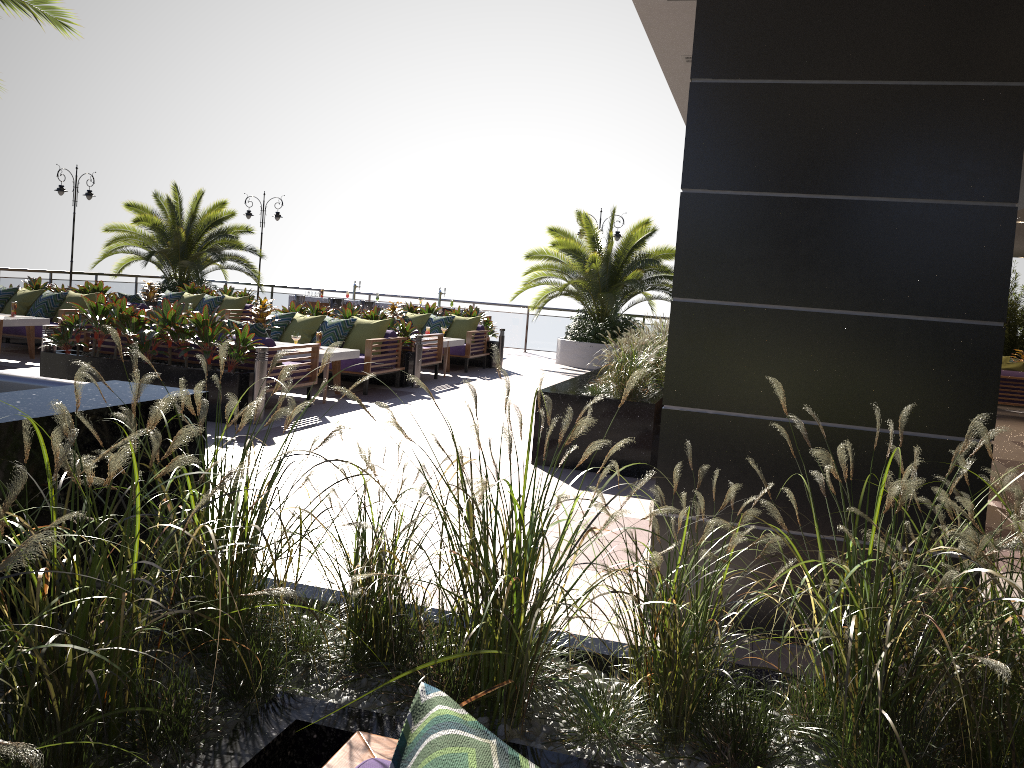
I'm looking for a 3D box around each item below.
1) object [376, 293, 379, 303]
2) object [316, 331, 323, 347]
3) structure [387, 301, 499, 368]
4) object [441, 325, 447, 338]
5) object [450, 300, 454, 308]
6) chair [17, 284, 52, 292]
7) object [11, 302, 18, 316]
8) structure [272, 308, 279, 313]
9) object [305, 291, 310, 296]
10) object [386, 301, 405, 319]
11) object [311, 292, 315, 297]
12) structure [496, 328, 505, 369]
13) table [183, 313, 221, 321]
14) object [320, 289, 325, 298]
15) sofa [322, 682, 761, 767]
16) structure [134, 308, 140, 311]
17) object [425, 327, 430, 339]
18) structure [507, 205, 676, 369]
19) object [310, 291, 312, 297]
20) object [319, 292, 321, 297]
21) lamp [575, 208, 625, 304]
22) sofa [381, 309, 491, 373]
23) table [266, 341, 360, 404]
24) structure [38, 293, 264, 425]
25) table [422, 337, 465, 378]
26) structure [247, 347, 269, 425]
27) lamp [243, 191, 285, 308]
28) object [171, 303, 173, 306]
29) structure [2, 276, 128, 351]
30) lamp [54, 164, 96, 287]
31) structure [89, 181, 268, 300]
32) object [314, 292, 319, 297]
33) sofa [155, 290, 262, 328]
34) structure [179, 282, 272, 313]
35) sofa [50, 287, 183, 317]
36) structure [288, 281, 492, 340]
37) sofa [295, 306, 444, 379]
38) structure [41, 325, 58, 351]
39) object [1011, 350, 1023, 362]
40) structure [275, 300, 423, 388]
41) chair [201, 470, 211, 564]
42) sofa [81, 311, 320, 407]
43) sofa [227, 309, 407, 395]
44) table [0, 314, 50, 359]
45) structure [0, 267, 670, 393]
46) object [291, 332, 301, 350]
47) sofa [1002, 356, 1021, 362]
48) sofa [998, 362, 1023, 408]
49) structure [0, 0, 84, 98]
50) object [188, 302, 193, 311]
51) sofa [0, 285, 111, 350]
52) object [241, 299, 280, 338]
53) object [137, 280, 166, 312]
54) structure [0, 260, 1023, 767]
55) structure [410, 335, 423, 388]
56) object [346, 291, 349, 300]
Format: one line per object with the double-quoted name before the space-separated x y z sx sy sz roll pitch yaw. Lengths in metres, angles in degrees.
"object" -2.870 -1.844 18.882 0.069 0.210 0.069 4 3 -1
"object" -2.254 -0.521 10.338 0.067 0.189 0.085 1 4 -44
"structure" -1.319 -0.877 15.843 2.254 1.169 0.738 6 4 17
"object" -1.086 -0.839 14.113 0.105 0.196 0.106 1 5 -41
"object" -1.248 -1.662 18.421 0.069 0.197 0.082 2 4 -38
"chair" -9.405 -1.584 17.344 0.716 0.813 0.715 6 4 16
"object" -6.533 -0.988 11.613 0.067 0.189 0.085 1 4 -44
"structure" -4.500 -1.085 16.768 0.100 0.698 0.180 5 3 15
"object" -4.558 -1.961 19.718 0.105 0.208 0.106 4 3 -9
"object" -1.841 -1.036 13.866 0.426 0.525 0.430 7 5 28
"object" -4.425 -1.954 19.746 0.105 0.208 0.106 4 3 -9
"structure" -0.195 -0.623 15.553 0.100 0.698 0.180 5 3 15
"table" -6.161 -0.964 15.137 2.040 0.552 0.944 6 5 16
"object" -4.123 -1.967 19.232 0.085 0.189 0.067 7 4 40
"sofa" 0.599 0.931 0.623 2.129 0.917 1.122 6 5 16
"structure" -5.564 -0.766 13.025 0.100 0.698 0.180 5 3 15
"object" -1.284 -0.779 13.480 0.069 0.180 0.069 5 3 4
"structure" 1.851 -2.002 17.750 3.796 3.293 3.770 2 5 -32
"object" -4.533 -1.971 19.831 0.105 0.208 0.106 4 3 -9
"object" -4.296 -1.945 19.760 0.105 0.208 0.106 4 3 -9
"lamp" 1.829 -2.202 19.435 1.124 3.318 0.264 5 3 16
"sofa" -1.544 -0.782 15.053 2.129 0.917 1.122 6 5 16
"table" -2.917 -0.192 10.270 2.040 0.552 0.944 6 5 16
"structure" -3.431 -0.243 8.414 2.254 1.169 0.738 6 4 17
"table" -1.877 -0.504 13.928 2.040 0.552 0.944 6 5 16
"structure" -2.311 0.012 8.109 0.100 0.698 0.180 5 3 15
"lamp" -6.170 -3.061 21.693 1.124 3.318 0.264 5 3 16
"object" -5.623 -1.247 14.682 0.067 0.189 0.085 1 4 -44
"structure" -6.737 -1.025 13.323 2.250 1.169 0.716 6 4 12
"lamp" -9.339 -2.998 18.820 0.264 3.318 1.124 5 3 15
"structure" -7.547 -3.005 20.342 3.796 3.293 3.770 3 5 -17
"object" -4.337 -1.938 19.660 0.105 0.208 0.106 4 3 -9
"sofa" -5.832 -1.242 16.263 2.129 0.917 1.122 6 5 16
"structure" -5.659 -1.339 17.032 2.254 1.169 0.738 6 4 17
"sofa" -6.476 -1.054 14.042 2.129 0.917 1.122 6 5 16
"structure" -2.664 -1.510 19.104 4.407 1.325 0.806 6 4 16
"sofa" -2.181 -0.592 12.830 2.129 0.917 1.122 6 5 16
"structure" -4.586 -0.232 8.751 0.100 0.698 0.180 5 3 15
"object" 8.582 -0.336 14.845 0.431 0.525 0.425 7 5 33
"structure" -2.376 -0.558 12.112 2.423 1.170 0.702 6 4 17
"chair" -1.588 0.548 3.090 0.715 0.813 0.716 6 4 16
"sofa" -3.210 -0.277 9.153 2.129 0.917 1.122 6 5 16
"sofa" -2.565 -0.466 11.373 2.129 0.917 1.122 6 5 16
"table" -7.201 -0.652 11.479 2.040 0.552 0.944 6 5 16
"structure" -4.720 -0.822 12.474 12.935 1.055 17.545 6 6 15
"object" -2.396 -0.479 9.813 0.105 0.196 0.106 1 5 -41
"sofa" 8.945 -0.086 16.119 2.129 0.917 1.122 6 5 16
"sofa" 8.243 0.125 13.649 2.129 0.917 1.122 6 5 16
"structure" -6.003 -2.930 6.848 4.723 6.484 4.744 7 5 33
"object" -5.561 -1.320 15.307 0.069 0.210 0.069 5 3 4
"sofa" -6.860 -0.927 12.585 2.129 0.917 1.122 6 5 16
"object" -2.882 -0.725 10.221 0.431 0.525 0.425 7 5 33
"object" -6.175 -1.500 15.078 0.432 0.525 0.425 8 5 43
"structure" 4.252 -0.567 6.877 7.828 3.111 24.788 6 6 15
"structure" -1.259 -0.303 11.810 0.100 0.698 0.180 5 3 15
"object" -3.545 -1.901 19.073 0.068 0.180 0.069 4 3 -12
